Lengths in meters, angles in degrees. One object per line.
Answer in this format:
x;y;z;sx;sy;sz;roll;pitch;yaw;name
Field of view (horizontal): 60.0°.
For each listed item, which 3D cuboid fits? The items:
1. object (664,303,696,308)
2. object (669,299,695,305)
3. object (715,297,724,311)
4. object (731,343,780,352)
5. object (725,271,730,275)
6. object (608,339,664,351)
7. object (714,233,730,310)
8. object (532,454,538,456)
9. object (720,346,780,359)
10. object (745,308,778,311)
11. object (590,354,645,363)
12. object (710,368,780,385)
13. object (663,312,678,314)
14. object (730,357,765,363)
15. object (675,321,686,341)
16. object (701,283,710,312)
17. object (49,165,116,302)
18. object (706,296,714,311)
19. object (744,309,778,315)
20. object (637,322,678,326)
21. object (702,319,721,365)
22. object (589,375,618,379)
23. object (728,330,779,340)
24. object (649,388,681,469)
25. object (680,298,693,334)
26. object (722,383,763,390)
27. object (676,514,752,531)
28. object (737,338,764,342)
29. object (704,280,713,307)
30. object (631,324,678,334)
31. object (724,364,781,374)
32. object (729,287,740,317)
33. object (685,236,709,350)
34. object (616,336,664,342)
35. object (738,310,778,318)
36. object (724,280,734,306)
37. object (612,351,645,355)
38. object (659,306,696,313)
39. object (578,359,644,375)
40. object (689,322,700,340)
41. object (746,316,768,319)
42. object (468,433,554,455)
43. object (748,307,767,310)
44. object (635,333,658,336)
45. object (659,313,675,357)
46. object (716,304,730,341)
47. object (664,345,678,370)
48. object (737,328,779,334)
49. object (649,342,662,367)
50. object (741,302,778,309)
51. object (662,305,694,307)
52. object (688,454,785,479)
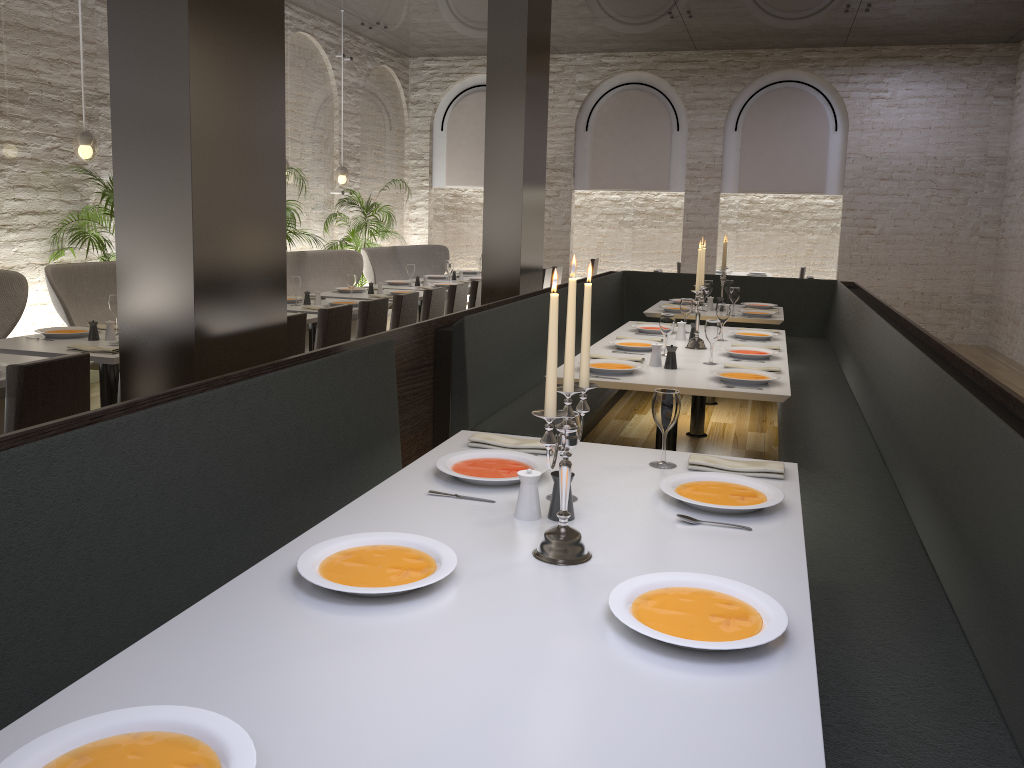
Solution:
1.475;-0.685;7.768;0.273;0.033;0.143;5;11;16;object
1.588;-0.742;8.054;0.322;0.036;0.323;4;11;12;object
1.756;-0.674;7.488;0.069;0.126;0.069;-4;10;-32;object
1.446;-0.218;5.263;0.273;0.033;0.143;5;11;16;object
2.284;-1.092;9.497;0.086;0.229;0.087;-7;12;-43;object
0.716;-0.220;5.120;0.322;0.036;0.323;9;13;35;object
1.808;-0.962;7.573;0.132;0.653;0.392;6;10;26;object
-0.007;0.216;2.714;0.181;0.015;0.038;5;11;17;object
1.324;-0.169;4.943;0.322;0.036;0.323;9;13;35;object
2.133;-0.629;7.572;0.273;0.033;0.143;5;11;16;object
0.554;-0.133;4.670;0.273;0.033;0.143;5;11;16;object
1.090;-0.029;4.157;0.321;0.036;0.324;0;11;-8;object
1.311;-0.572;7.153;0.185;0.010;0.017;5;10;16;object
1.265;-0.129;4.759;0.181;0.015;0.038;5;11;17;object
1.059;-0.332;5.547;0.069;0.126;0.069;3;9;10;object
1.614;-0.727;7.443;0.086;0.229;0.086;-5;11;-37;object
-3.148;-0.908;7.123;1.191;1.963;1.149;-7;12;-43;object
1.685;-0.685;7.533;0.069;0.126;0.069;-4;10;-32;object
2.089;-0.603;7.425;0.273;0.033;0.143;5;11;16;object
1.029;-0.418;6.269;0.273;0.033;0.143;5;11;16;object
1.044;-0.218;4.626;0.086;0.229;0.087;-4;10;-31;object
0.413;-0.033;4.131;0.185;0.010;0.017;5;10;16;object
1.564;-0.313;5.751;0.322;0.036;0.323;4;11;12;object
0.458;0.133;2.656;0.086;0.229;0.087;6;10;28;object
1.161;-0.456;5.919;0.086;0.229;0.087;6;10;28;object
1.032;0.011;3.976;0.181;0.015;0.038;5;11;17;object
0.490;0.336;2.149;0.181;0.015;0.038;5;11;17;object
1.508;-0.274;5.576;0.181;0.015;0.038;5;11;17;object
1.742;-0.804;7.874;0.086;0.229;0.086;-5;11;-37;object
0.957;-0.364;5.928;0.322;0.036;0.323;4;11;12;object
1.214;-0.079;4.480;0.273;0.033;0.143;5;11;16;object
1.778;-0.658;7.098;0.086;0.229;0.086;-5;11;-37;object
1.092;-0.533;5.164;0.132;0.653;0.392;6;10;26;object
0.787;-0.273;5.452;0.273;0.033;0.143;5;11;16;object
1.985;-0.565;7.168;0.321;0.036;0.324;0;11;-8;object
1.955;-0.823;8.007;0.086;0.229;0.086;0;9;-14;object
0.646;-0.173;4.914;0.185;0.010;0.017;5;10;16;object
1.377;-0.616;7.345;0.321;0.036;0.324;0;11;-8;object
0.483;-0.080;4.334;0.321;0.036;0.323;4;11;14;object
1.137;-0.325;5.521;0.069;0.126;0.069;3;9;10;object
1.930;-0.527;6.998;0.181;0.015;0.038;5;11;17;object
0.011;0.186;2.841;0.273;0.033;0.143;5;11;16;object
2.141;-0.654;7.708;0.181;0.015;0.038;5;11;17;object
0.888;-0.318;5.731;0.185;0.010;0.017;5;10;16;object
0.850;-0.270;4.873;0.086;0.229;0.087;4;9;16;object
1.326;-0.387;5.574;0.086;0.229;0.087;6;10;28;object
0.799;-0.135;4.449;0.069;0.126;0.069;-6;12;-42;object
1.689;-0.364;6.080;0.273;0.033;0.143;5;11;16;object
0.735;-0.150;4.518;0.069;0.126;0.069;9;11;39;object
2.196;-0.692;7.878;0.322;0.036;0.323;-3;12;-25;object
1.431;-0.659;7.621;0.273;0.033;0.143;5;11;16;object
0.671;0.240;2.652;0.273;0.033;0.143;5;11;16;object
